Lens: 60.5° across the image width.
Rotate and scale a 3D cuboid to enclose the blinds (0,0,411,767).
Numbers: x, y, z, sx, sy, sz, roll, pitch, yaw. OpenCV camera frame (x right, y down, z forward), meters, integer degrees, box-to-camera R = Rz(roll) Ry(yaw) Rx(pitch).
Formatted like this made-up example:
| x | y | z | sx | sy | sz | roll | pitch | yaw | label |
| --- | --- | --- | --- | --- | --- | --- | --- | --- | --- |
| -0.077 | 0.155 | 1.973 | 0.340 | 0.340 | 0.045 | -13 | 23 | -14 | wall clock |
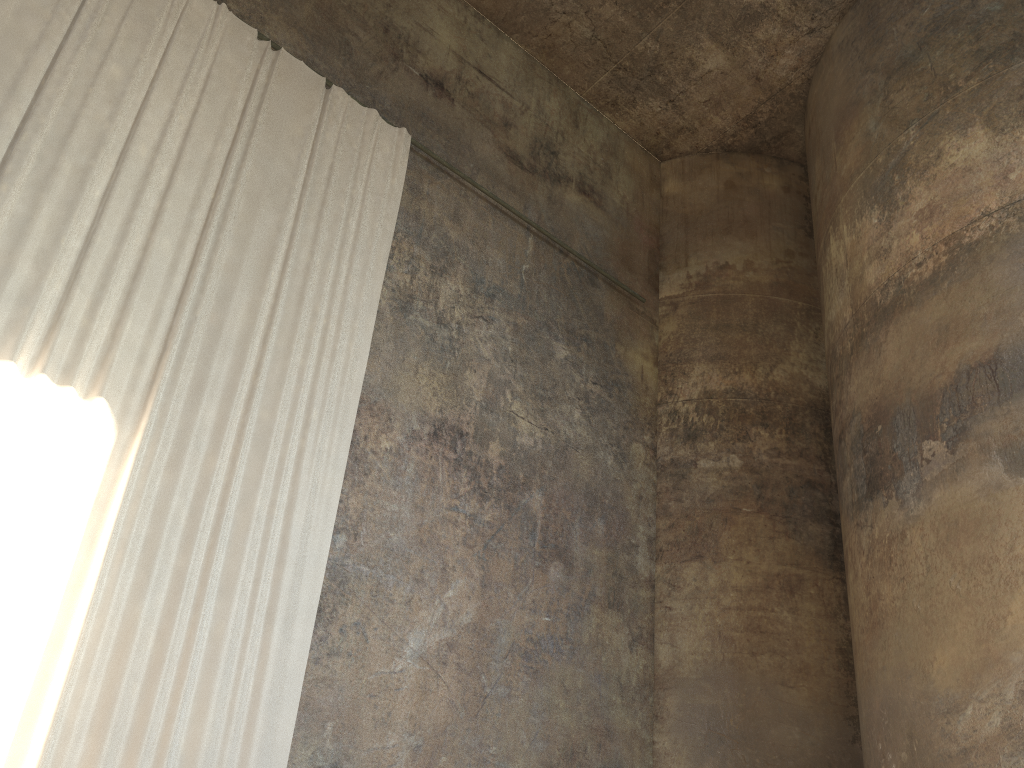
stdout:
| x | y | z | sx | sy | sz | roll | pitch | yaw | label |
| --- | --- | --- | --- | --- | --- | --- | --- | --- | --- |
| -4.385 | -0.666 | 5.080 | 8.029 | 8.159 | 0.283 | 27 | -35 | -31 | blinds |
